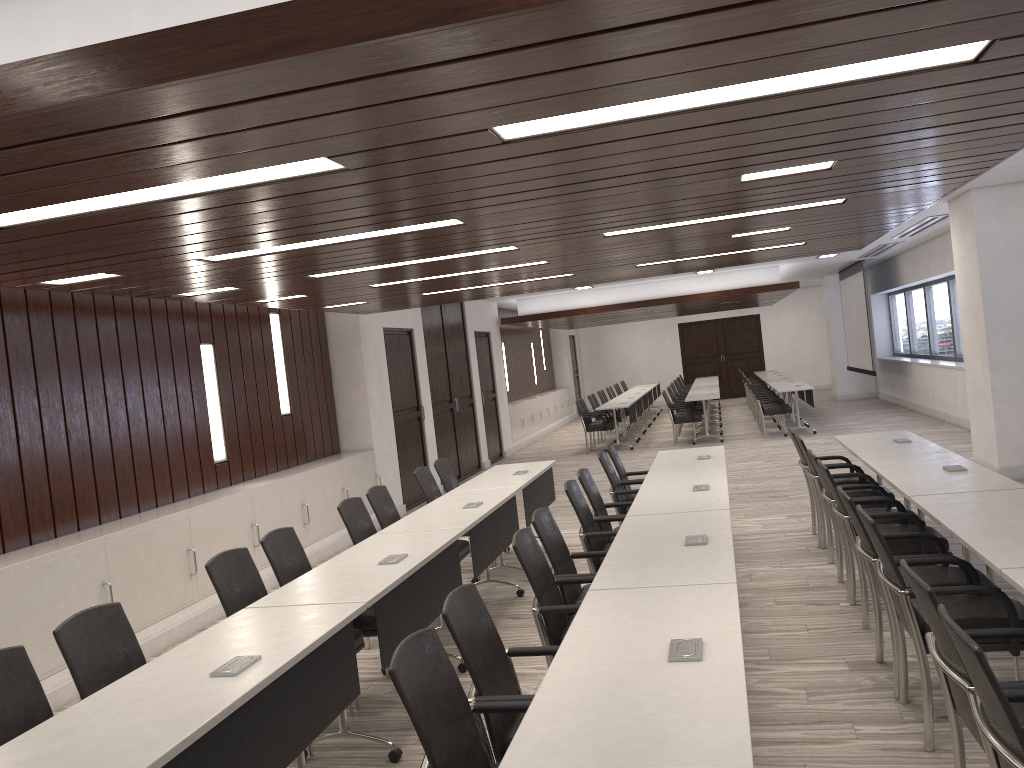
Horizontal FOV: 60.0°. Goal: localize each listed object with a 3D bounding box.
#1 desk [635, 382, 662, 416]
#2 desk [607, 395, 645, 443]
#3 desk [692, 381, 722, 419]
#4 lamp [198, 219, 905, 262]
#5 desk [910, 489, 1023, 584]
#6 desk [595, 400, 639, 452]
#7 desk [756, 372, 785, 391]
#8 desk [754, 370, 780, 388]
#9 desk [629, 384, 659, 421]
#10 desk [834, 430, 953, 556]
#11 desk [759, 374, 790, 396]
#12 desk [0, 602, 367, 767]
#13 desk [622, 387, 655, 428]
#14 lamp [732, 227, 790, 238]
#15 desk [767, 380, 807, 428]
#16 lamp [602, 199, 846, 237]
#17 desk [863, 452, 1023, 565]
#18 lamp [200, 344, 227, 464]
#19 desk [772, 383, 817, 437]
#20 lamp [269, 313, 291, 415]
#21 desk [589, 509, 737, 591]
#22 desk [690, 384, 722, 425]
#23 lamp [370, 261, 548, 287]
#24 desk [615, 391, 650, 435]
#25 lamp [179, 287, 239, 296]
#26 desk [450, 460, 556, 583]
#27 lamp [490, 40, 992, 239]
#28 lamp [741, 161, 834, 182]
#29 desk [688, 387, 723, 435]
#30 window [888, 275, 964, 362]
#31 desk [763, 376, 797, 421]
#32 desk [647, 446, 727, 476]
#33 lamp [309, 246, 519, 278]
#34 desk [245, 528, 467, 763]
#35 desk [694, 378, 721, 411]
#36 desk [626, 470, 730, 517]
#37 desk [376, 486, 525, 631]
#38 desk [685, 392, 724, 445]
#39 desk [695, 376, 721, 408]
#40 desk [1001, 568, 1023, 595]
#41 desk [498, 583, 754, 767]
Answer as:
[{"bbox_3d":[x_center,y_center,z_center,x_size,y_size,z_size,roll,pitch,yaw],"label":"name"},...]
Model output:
[{"bbox_3d":[3.608,0.386,23.282,0.577,0.795,1.509,-6,1,13],"label":"desk"},{"bbox_3d":[2.253,0.673,17.358,0.577,0.795,1.509,-6,1,13],"label":"desk"},{"bbox_3d":[4.400,0.372,19.970,0.577,0.795,1.509,-6,1,13],"label":"desk"},{"bbox_3d":[2.898,-1.606,10.213,1.469,0.552,14.295,-6,2,36],"label":"lamp"},{"bbox_3d":[2.244,0.980,3.870,0.577,0.795,1.509,-6,1,13],"label":"desk"},{"bbox_3d":[1.914,0.745,15.875,0.577,0.795,1.509,-6,1,13],"label":"desk"},{"bbox_3d":[6.190,0.144,21.116,0.577,0.795,1.509,-6,1,13],"label":"desk"},{"bbox_3d":[6.529,0.072,22.599,0.577,0.795,1.509,-6,1,13],"label":"desk"},{"bbox_3d":[3.269,0.458,21.800,0.577,0.795,1.509,-6,1,13],"label":"desk"},{"bbox_3d":[2.923,0.836,6.838,0.577,0.795,1.509,-6,1,13],"label":"desk"},{"bbox_3d":[5.850,0.216,19.631,0.577,0.795,1.509,-6,1,13],"label":"desk"},{"bbox_3d":[-1.016,1.366,3.071,0.577,0.795,1.509,-6,1,13],"label":"desk"},{"bbox_3d":[2.929,0.530,20.314,0.577,0.795,1.509,-6,1,13],"label":"desk"},{"bbox_3d":[1.841,-1.148,6.568,0.421,0.046,0.236,-6,1,13],"label":"lamp"},{"bbox_3d":[5.174,0.359,16.674,0.577,0.795,1.509,-6,1,13],"label":"desk"},{"bbox_3d":[1.303,-1.065,5.566,1.496,0.045,0.236,-6,1,13],"label":"lamp"},{"bbox_3d":[2.584,0.908,5.355,0.577,0.795,1.509,-6,1,13],"label":"desk"},{"bbox_3d":[-2.711,0.178,7.930,0.094,1.058,0.236,-6,1,13],"label":"lamp"},{"bbox_3d":[4.834,0.431,15.192,0.577,0.795,1.509,-6,1,13],"label":"desk"},{"bbox_3d":[-2.453,-0.200,9.208,0.094,1.058,0.236,-6,1,13],"label":"lamp"},{"bbox_3d":[0.794,1.136,4.209,0.577,0.795,1.509,-6,1,13],"label":"desk"},{"bbox_3d":[4.061,0.444,18.487,0.577,0.795,1.509,-6,1,13],"label":"desk"},{"bbox_3d":[-0.447,-0.903,7.104,1.496,0.045,0.236,-6,1,13],"label":"lamp"},{"bbox_3d":[2.590,0.602,18.832,0.577,0.795,1.509,-6,1,13],"label":"desk"},{"bbox_3d":[-2.190,-0.690,6.383,0.464,0.045,0.236,-6,1,13],"label":"lamp"},{"bbox_3d":[0.002,1.150,7.521,0.577,0.795,1.509,-6,1,13],"label":"desk"},{"bbox_3d":[3.415,-1.607,7.706,1.499,0.552,12.001,-6,1,30],"label":"lamp"},{"bbox_3d":[1.302,-1.034,4.212,0.421,0.046,0.236,-6,1,13],"label":"lamp"},{"bbox_3d":[3.724,0.515,17.014,0.577,0.795,1.509,-6,1,13],"label":"desk"},{"bbox_3d":[7.403,-1.092,14.801,0.118,1.419,10.452,-6,1,13],"label":"window"},{"bbox_3d":[5.511,0.288,18.148,0.577,0.795,1.509,-6,1,13],"label":"desk"},{"bbox_3d":[1.473,0.992,7.177,0.577,0.795,1.509,-6,1,13],"label":"desk"},{"bbox_3d":[-0.693,-0.851,6.033,1.496,0.045,0.236,-6,1,13],"label":"lamp"},{"bbox_3d":[-0.677,1.294,4.553,0.577,0.795,1.509,-6,1,13],"label":"desk"},{"bbox_3d":[4.740,0.300,21.455,0.577,0.795,1.509,-6,1,13],"label":"desk"},{"bbox_3d":[1.134,1.064,5.694,0.577,0.795,1.509,-6,1,13],"label":"desk"},{"bbox_3d":[-0.337,1.222,6.039,0.577,0.795,1.509,-6,1,13],"label":"desk"},{"bbox_3d":[3.385,0.587,15.531,0.577,0.795,1.509,-6,1,13],"label":"desk"},{"bbox_3d":[5.079,0.228,22.938,0.577,0.795,1.509,-6,1,13],"label":"desk"},{"bbox_3d":[1.905,1.052,2.387,0.577,0.795,1.509,-6,1,13],"label":"desk"},{"bbox_3d":[0.455,1.208,2.726,0.577,0.795,1.509,-6,1,13],"label":"desk"}]
